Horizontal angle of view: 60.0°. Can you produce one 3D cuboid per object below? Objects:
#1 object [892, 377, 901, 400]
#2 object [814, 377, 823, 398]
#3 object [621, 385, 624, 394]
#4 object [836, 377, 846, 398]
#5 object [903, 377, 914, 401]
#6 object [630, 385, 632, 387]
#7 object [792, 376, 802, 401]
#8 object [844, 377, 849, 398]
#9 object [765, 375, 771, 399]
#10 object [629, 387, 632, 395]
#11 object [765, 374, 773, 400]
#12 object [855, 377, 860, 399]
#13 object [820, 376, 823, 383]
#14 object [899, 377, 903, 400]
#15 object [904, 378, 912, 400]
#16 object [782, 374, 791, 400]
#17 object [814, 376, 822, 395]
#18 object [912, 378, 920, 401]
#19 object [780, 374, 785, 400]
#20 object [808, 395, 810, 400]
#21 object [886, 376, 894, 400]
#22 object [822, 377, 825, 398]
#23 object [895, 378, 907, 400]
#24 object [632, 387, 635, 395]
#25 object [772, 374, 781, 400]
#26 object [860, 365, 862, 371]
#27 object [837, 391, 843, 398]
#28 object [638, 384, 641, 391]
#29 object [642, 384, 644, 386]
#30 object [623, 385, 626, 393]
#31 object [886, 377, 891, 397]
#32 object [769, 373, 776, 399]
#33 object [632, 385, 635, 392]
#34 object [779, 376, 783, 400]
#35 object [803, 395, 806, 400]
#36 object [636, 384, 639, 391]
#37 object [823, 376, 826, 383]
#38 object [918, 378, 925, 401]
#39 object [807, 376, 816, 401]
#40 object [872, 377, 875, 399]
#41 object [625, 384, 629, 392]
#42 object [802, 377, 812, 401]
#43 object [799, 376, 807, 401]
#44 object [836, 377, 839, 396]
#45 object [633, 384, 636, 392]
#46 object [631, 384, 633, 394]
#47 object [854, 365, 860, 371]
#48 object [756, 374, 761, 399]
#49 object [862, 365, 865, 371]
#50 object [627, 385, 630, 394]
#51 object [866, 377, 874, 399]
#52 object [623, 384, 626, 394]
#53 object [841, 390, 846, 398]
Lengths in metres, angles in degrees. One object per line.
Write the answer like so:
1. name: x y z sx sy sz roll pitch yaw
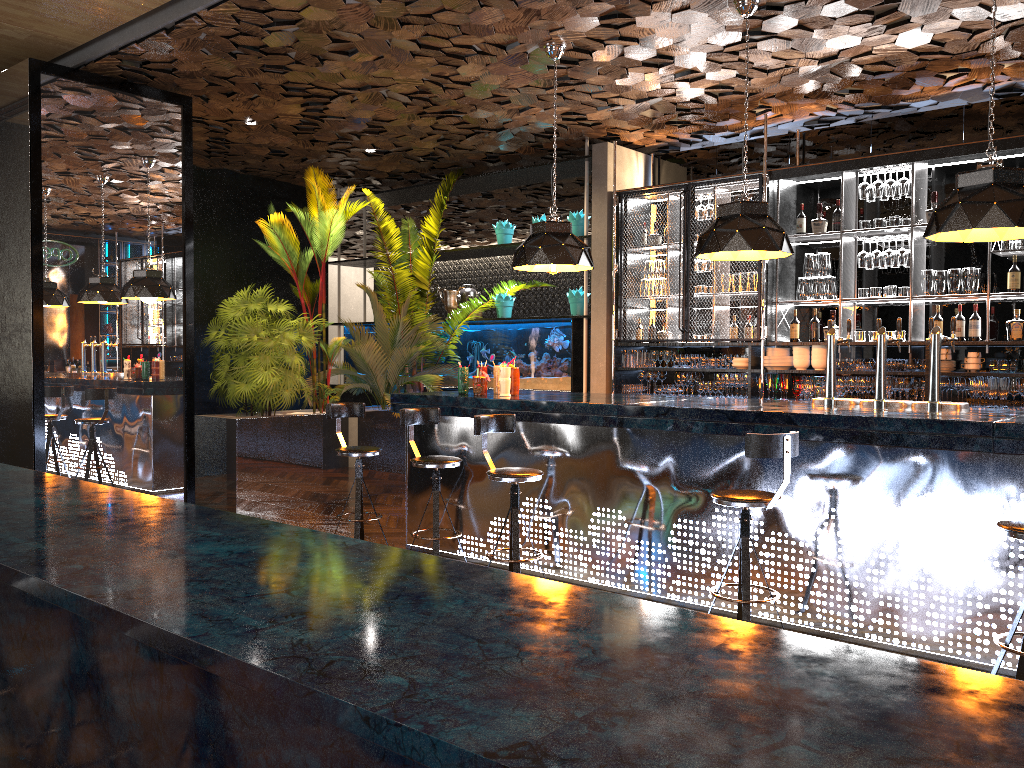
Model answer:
1. object: 3.159 0.055 7.313 0.092 0.218 0.092 0 2 1
2. object: 2.621 0.046 7.573 0.082 0.213 0.082 0 2 -16
3. object: 1.106 0.055 8.878 0.028 0.097 0.028 1 2 30
4. object: 2.759 0.049 7.449 0.084 0.216 0.084 1 2 29
5. object: 3.282 0.054 7.351 0.092 0.218 0.092 0 2 1
6. object: 1.184 0.056 8.848 0.031 0.098 0.031 1 2 14
7. object: 2.474 0.041 7.698 0.082 0.213 0.082 0 2 -20
8. object: 2.851 0.046 7.547 0.084 0.216 0.084 -1 2 -38
9. object: 2.325 0.021 8.027 0.073 0.229 0.073 1 2 29
10. object: 1.171 0.068 8.756 0.034 0.080 0.034 -1 2 -36
11. object: 2.306 0.024 7.944 0.073 0.229 0.073 1 2 29
12. object: 2.918 0.048 7.485 0.084 0.216 0.084 2 2 33
13. object: 2.719 0.038 7.836 0.082 0.213 0.082 0 2 -19
14. object: 3.233 0.052 7.391 0.092 0.218 0.092 0 2 1
15. object: 3.217 0.058 7.230 0.092 0.218 0.092 0 2 1
16. object: 2.410 0.030 7.784 0.073 0.229 0.073 1 2 29
17. object: 2.667 0.040 7.767 0.082 0.213 0.082 -1 2 -29
18. object: 3.250 0.061 7.133 0.071 0.217 0.071 -1 3 -41
19. object: 2.418 0.027 7.873 0.073 0.229 0.073 1 2 29
20. object: 2.647 0.035 7.900 0.082 0.213 0.082 1 2 17
21. object: 3.092 0.052 7.260 0.071 0.226 0.071 1 2 12
22. object: 2.679 0.044 7.638 0.082 0.213 0.082 1 2 20
23. object: 3.135 0.060 7.158 0.092 0.218 0.092 0 2 1
24. object: 1.199 0.067 8.790 0.034 0.080 0.034 0 2 5
25. object: 2.338 0.027 7.850 0.073 0.229 0.073 1 2 29
26. object: 2.908 -0.135 7.428 0.049 0.048 0.044 0 2 -18
27. object: 2.812 0.044 7.643 0.082 0.213 0.082 1 2 28
28. object: 1.285 0.053 8.959 0.031 0.098 0.031 0 2 -18
29. object: 1.329 0.051 9.019 0.031 0.098 0.031 -2 3 -45
30. object: 1.118 0.056 8.831 0.033 0.101 0.033 -1 2 -25
31. object: 3.039 0.053 7.199 0.071 0.226 0.071 1 2 12
32. object: 2.392 0.019 8.112 0.073 0.229 0.073 1 2 29
33. object: 1.213 0.055 8.876 0.031 0.098 0.031 0 2 1
34. object: 2.418 0.024 7.958 0.073 0.229 0.073 1 2 29
35. object: 2.592 0.037 7.830 0.082 0.213 0.082 0 2 0
36. object: 1.261 0.053 8.933 0.031 0.098 0.031 -1 2 -28
37. object: 2.737 0.042 7.707 0.082 0.213 0.082 0 2 -18
38. object: 3.272 0.064 7.063 0.071 0.217 0.071 -1 3 -41
39. object: 2.602 0.041 7.703 0.082 0.213 0.082 1 2 16
40. object: 3.075 0.047 7.535 0.084 0.216 0.084 -1 2 -27
41. object: 1.148 0.055 8.864 0.033 0.101 0.033 1 2 21
42. object: 2.542 0.043 7.640 0.082 0.213 0.082 0 2 -20
43. object: 2.534 0.039 7.765 0.082 0.213 0.082 1 2 33
44. object: 2.754 0.046 7.576 0.082 0.213 0.082 1 2 21
45. object: 1.233 0.054 8.903 0.031 0.098 0.031 0 2 -5
46. object: 1.201 0.053 8.926 0.033 0.101 0.033 1 2 22
47. object: 2.873 -0.134 7.384 0.044 0.048 0.049 0 2 -7
48. object: 2.214 0.024 7.930 0.073 0.229 0.073 1 2 29
49. object: 2.946 -0.136 7.461 0.049 0.048 0.044 1 2 28
50. object: 1.160 0.057 8.818 0.031 0.098 0.031 0 2 -11
51. object: 2.987 0.050 7.434 0.084 0.216 0.084 0 2 -7
52. object: 1.129 0.054 8.902 0.028 0.097 0.028 0 2 0
53. object: 2.871 0.043 7.709 0.082 0.213 0.082 1 2 31
